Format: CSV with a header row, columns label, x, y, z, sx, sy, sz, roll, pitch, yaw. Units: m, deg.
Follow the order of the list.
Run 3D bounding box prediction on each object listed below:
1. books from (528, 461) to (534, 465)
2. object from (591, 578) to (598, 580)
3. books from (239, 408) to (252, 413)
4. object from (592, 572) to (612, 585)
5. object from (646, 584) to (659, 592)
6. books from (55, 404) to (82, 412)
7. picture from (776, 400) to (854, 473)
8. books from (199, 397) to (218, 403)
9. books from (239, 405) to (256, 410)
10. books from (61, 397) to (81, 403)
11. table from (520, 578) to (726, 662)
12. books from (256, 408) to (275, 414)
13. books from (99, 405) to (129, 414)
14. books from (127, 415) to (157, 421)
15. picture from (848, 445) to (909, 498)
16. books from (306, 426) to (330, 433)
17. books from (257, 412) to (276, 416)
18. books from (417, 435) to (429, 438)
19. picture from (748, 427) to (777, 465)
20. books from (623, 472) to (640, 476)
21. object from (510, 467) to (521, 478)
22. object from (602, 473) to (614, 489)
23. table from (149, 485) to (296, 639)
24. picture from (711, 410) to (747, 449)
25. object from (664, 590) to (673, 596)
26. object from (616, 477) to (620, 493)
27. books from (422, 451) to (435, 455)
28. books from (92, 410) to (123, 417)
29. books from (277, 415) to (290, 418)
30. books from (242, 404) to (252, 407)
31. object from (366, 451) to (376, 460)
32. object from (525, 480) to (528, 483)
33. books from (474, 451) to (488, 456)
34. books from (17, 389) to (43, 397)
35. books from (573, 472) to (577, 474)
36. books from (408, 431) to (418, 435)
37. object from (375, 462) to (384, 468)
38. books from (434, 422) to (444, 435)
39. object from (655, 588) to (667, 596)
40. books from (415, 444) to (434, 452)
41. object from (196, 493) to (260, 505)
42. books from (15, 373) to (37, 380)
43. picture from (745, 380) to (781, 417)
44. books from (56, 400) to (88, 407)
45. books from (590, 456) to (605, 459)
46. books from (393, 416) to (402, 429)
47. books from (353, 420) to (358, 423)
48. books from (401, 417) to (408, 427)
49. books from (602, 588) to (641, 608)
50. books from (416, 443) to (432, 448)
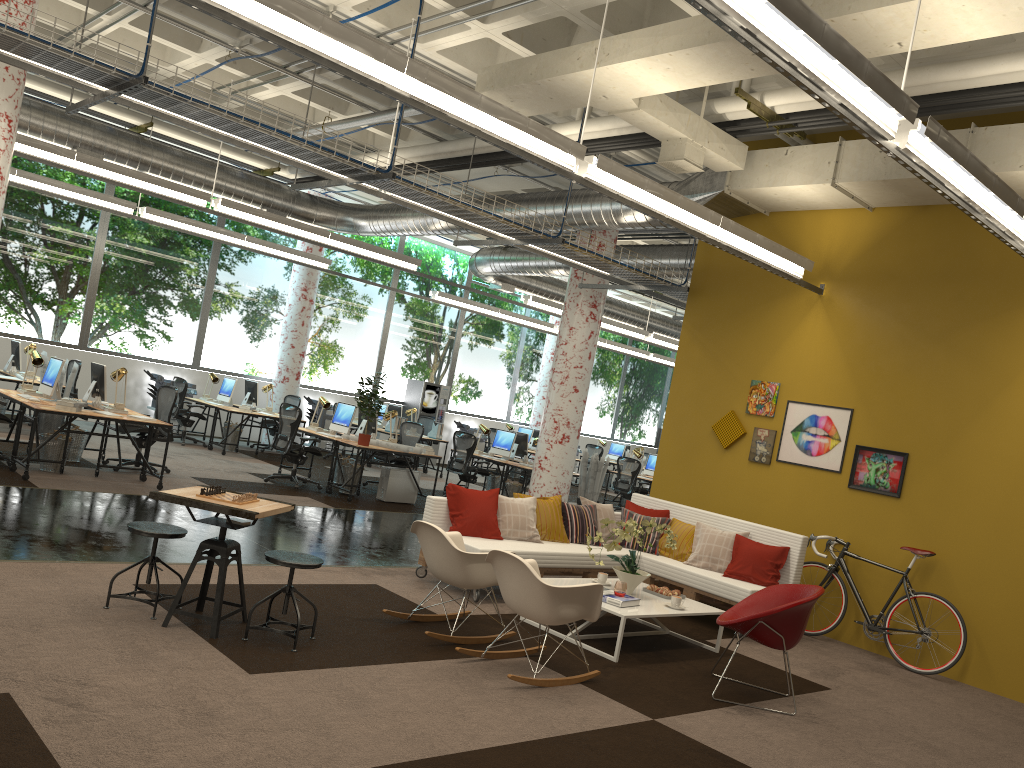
label,x,y,z,sx,sy,sz,roll,pitch,yaw
books,0.450,1.344,14.774,0.226,0.038,0.307,12,-2,-42
object,0.700,1.592,7.201,0.132,0.011,0.028,11,-1,2
books,-4.367,0.429,14.513,0.201,0.050,0.271,11,-1,-15
object,0.730,1.569,7.145,0.161,0.090,0.160,11,-1,-18
object,1.145,1.662,7.201,0.135,0.061,0.071,11,0,-23
books,-4.579,0.244,9.149,0.201,0.050,0.271,11,-1,-15
picture,2.992,0.513,8.784,0.018,0.633,0.702,9,1,-43
books,-5.315,0.284,15.535,0.226,0.038,0.307,12,-2,-42
books,-4.340,0.387,14.531,0.192,0.044,0.257,11,-1,5
books,-4.561,0.168,9.164,0.153,0.030,0.184,11,-1,-15
table,0.873,1.802,6.887,1.268,0.331,0.979,12,-2,-43
books,-4.281,0.472,15.355,0.226,0.038,0.307,12,-2,-42
books,-4.493,0.288,9.991,0.226,0.038,0.307,12,-2,-42
books,-4.046,0.372,9.675,0.199,0.024,0.236,10,-2,21
picture,3.424,0.813,8.281,0.042,0.419,0.500,9,1,-43
books,-2.800,0.658,12.772,0.226,0.038,0.307,12,-2,-42
books,-4.113,0.502,14.835,0.242,0.019,0.206,10,-2,25
books,-1.734,1.004,17.016,0.199,0.024,0.236,10,-2,21
picture,2.596,0.640,9.177,0.027,0.356,0.251,9,1,-43
books,2.360,1.778,17.592,0.226,0.038,0.307,12,-2,-42
object,0.102,1.978,20.787,0.357,0.435,0.355,11,0,44
object,2.451,2.478,22.998,0.357,0.435,0.355,11,0,44
table,-1.755,1.048,5.235,0.625,0.760,0.616,11,0,7
picture,2.323,0.490,9.481,0.048,0.425,0.422,9,1,-43
object,1.259,1.683,7.112,0.064,0.055,0.120,11,-1,-20
object,2.738,2.506,22.022,0.357,0.435,0.355,11,0,44
books,-1.231,0.935,12.283,0.270,0.050,0.201,9,-2,45
books,-4.324,0.317,9.471,0.242,0.019,0.206,10,-2,25
books,-3.834,0.557,15.039,0.199,0.024,0.236,10,-2,21
books,-4.349,0.353,14.528,0.153,0.030,0.184,11,-1,-15
object,-2.782,1.364,18.075,0.353,0.435,0.368,11,0,-7
object,-0.863,1.749,18.965,3.425,0.437,0.364,12,0,-33
books,-0.583,1.155,14.955,0.226,0.038,0.307,12,-2,-42
books,-5.526,0.099,10.171,0.226,0.038,0.307,12,-2,-42
books,0.926,1.438,14.516,0.243,0.019,0.205,11,-2,-5
books,-2.022,0.953,17.482,0.226,0.038,0.307,12,-2,-42
object,-2.493,1.392,17.098,0.357,0.435,0.355,11,0,44
books,-1.447,0.915,17.210,0.068,0.311,0.232,9,1,-43
object,1.185,1.668,7.105,0.070,0.060,0.131,11,-1,-20
books,-1.216,0.890,12.308,0.193,0.044,0.256,11,-2,-25
object,-1.673,0.673,5.227,0.272,0.012,0.273,10,-2,7
books,-7.017,-0.110,12.778,0.226,0.038,0.307,12,-2,-42
picture,2.617,0.149,9.240,0.027,0.356,0.329,9,1,-43
books,-4.552,0.202,9.167,0.192,0.044,0.257,11,-1,5
books,2.175,1.878,22.587,0.226,0.038,0.307,12,-2,-42
books,-2.178,0.759,16.522,0.068,0.311,0.232,9,1,-43
books,-3.056,0.764,17.662,0.226,0.038,0.307,12,-2,-42
books,-2.071,0.782,16.622,0.068,0.311,0.232,9,1,-43
books,0.737,1.576,6.538,0.332,0.048,0.280,9,-2,38
books,-1.222,0.857,12.298,0.153,0.030,0.184,12,-2,-45
